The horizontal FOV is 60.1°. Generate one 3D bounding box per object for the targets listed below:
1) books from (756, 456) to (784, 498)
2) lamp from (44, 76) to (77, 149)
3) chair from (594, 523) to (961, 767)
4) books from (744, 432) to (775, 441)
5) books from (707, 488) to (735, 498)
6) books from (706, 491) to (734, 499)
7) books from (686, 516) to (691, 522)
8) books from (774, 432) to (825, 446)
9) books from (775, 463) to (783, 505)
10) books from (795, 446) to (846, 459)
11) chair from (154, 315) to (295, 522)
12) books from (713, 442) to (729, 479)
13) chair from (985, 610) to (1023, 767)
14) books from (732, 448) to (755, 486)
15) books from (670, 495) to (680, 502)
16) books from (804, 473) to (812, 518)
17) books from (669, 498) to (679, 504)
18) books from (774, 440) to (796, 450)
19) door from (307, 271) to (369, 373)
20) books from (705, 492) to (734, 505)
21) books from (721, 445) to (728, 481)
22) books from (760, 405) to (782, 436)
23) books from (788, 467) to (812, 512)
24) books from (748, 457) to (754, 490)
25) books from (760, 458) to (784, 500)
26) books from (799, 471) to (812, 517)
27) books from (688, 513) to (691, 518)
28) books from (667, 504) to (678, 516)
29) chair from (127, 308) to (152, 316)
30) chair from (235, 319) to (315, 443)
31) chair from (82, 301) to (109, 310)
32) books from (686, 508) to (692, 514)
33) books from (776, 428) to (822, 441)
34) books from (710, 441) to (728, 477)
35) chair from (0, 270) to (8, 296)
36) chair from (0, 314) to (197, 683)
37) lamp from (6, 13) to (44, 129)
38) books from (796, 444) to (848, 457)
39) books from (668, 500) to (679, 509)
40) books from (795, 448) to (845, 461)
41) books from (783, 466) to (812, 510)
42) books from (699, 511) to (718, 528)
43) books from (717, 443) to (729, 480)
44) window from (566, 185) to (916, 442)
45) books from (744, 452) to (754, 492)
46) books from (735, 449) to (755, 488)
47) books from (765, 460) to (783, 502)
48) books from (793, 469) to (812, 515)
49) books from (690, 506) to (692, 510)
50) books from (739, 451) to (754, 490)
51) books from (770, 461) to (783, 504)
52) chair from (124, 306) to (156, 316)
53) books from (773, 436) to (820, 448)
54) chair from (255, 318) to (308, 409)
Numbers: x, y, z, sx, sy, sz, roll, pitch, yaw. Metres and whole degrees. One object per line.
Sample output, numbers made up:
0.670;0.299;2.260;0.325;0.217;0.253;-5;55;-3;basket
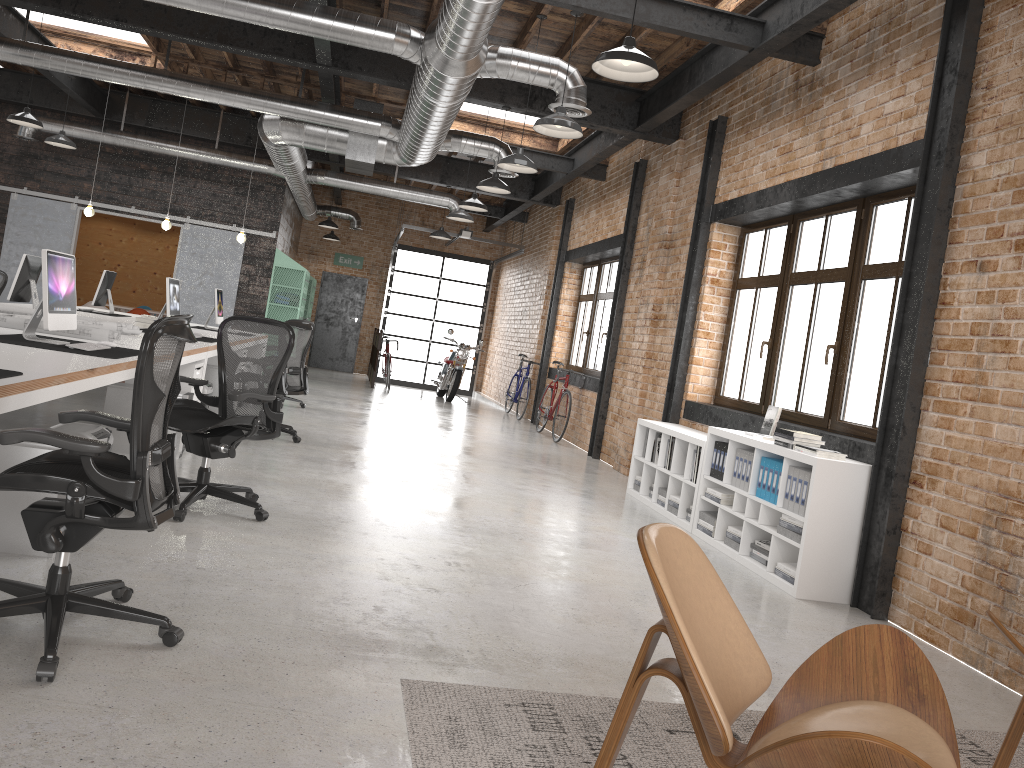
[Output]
1.711;0.616;5.719;0.231;0.261;0.062;9;0;-10;books
-5.495;-3.362;10.913;0.362;0.856;0.361;9;0;7;lamp
0.733;0.812;2.148;0.853;0.752;0.871;8;1;-34;chair
1.728;0.364;6.056;0.174;0.021;0.274;9;2;-11;books
1.537;0.776;6.303;0.214;0.046;0.252;9;2;-10;books
1.534;0.793;6.308;0.218;0.034;0.260;9;2;-10;books
1.446;1.038;6.678;0.183;0.049;0.262;9;2;-10;books
1.794;0.341;5.530;0.211;0.023;0.259;9;2;-11;books
1.758;0.634;5.465;0.231;0.261;0.062;9;0;-10;books
1.830;0.405;5.265;0.187;0.014;0.248;9;3;-13;books
-1.608;0.147;4.885;0.772;1.086;0.791;9;1;13;chair
1.593;0.567;6.404;0.231;0.261;0.062;9;0;-10;books
2.022;0.996;2.711;0.864;0.752;0.860;8;1;-29;chair
1.653;0.589;6.112;0.231;0.261;0.062;9;0;-10;books
1.388;0.910;6.961;0.214;0.052;0.252;9;2;-10;books
1.823;0.660;5.107;0.231;0.261;0.062;9;0;-10;books
1.385;0.928;6.965;0.218;0.039;0.261;9;2;-10;books
1.784;0.391;5.530;0.191;0.032;0.259;9;2;-9;books
-3.801;-1.349;19.357;0.996;2.100;0.218;9;0;-10;door
1.526;0.818;6.315;0.206;0.061;0.275;9;2;-11;books
1.616;0.576;6.276;0.231;0.261;0.062;9;0;-10;books
1.875;0.269;6.416;0.065;0.224;0.161;9;1;-11;books
1.788;0.646;5.299;0.231;0.261;0.062;9;0;-10;books
1.699;0.608;5.858;0.231;0.261;0.062;9;0;-10;books
1.723;0.620;5.657;0.231;0.261;0.062;9;0;-10;books
1.811;0.656;5.171;0.231;0.261;0.062;9;0;-10;books
1.446;1.009;6.663;0.163;0.047;0.239;9;2;-10;books
1.373;1.004;6.980;0.216;0.072;0.290;9;2;-11;books
-6.335;-0.904;15.079;0.616;0.778;0.582;9;1;-16;chair
-2.175;-0.076;7.909;0.792;1.086;0.771;9;1;-2;chair
-7.020;-1.009;14.951;0.616;0.778;0.582;9;1;-16;chair
1.472;0.984;6.680;0.222;0.055;0.282;9;2;-10;books
1.793;0.315;5.539;0.190;0.028;0.240;9;2;-9;books
1.582;0.562;6.466;0.231;0.261;0.062;9;0;-10;books
-6.087;-0.806;10.165;0.795;1.086;0.768;9;1;28;chair
-1.390;0.271;2.837;0.790;1.086;0.773;9;1;-27;chair
-5.238;-3.526;9.730;0.362;1.363;0.362;9;0;-3;lamp
1.839;0.393;5.264;0.202;0.012;0.252;9;2;-9;books
1.376;0.953;6.971;0.206;0.067;0.276;9;2;-11;books
1.827;0.419;5.260;0.187;0.014;0.253;9;2;-11;books
1.777;0.642;5.361;0.231;0.261;0.062;9;0;-10;books
1.497;0.973;6.368;0.216;0.078;0.291;9;2;-11;books
1.605;0.572;6.340;0.231;0.261;0.062;9;0;-10;books
1.731;-0.730;9.429;0.147;1.691;8.653;9;2;-11;window
1.687;0.603;5.922;0.231;0.261;0.062;9;0;-10;books
1.664;0.594;6.050;0.231;0.261;0.062;9;0;-10;books
1.734;0.625;5.593;0.231;0.261;0.062;9;0;-10;books
1.800;0.651;5.235;0.231;0.261;0.062;9;0;-10;books
1.477;0.952;6.655;0.198;0.054;0.240;9;2;-10;books
1.676;0.598;5.986;0.231;0.261;0.062;9;0;-10;books
1.746;0.630;5.529;0.231;0.261;0.062;9;0;-10;books
-7.134;-1.114;16.942;0.616;0.778;0.582;9;1;-16;chair
1.780;0.362;5.537;0.191;0.023;0.242;9;2;-13;books
-2.792;-0.294;10.625;0.789;1.086;0.773;9;1;-32;chair
